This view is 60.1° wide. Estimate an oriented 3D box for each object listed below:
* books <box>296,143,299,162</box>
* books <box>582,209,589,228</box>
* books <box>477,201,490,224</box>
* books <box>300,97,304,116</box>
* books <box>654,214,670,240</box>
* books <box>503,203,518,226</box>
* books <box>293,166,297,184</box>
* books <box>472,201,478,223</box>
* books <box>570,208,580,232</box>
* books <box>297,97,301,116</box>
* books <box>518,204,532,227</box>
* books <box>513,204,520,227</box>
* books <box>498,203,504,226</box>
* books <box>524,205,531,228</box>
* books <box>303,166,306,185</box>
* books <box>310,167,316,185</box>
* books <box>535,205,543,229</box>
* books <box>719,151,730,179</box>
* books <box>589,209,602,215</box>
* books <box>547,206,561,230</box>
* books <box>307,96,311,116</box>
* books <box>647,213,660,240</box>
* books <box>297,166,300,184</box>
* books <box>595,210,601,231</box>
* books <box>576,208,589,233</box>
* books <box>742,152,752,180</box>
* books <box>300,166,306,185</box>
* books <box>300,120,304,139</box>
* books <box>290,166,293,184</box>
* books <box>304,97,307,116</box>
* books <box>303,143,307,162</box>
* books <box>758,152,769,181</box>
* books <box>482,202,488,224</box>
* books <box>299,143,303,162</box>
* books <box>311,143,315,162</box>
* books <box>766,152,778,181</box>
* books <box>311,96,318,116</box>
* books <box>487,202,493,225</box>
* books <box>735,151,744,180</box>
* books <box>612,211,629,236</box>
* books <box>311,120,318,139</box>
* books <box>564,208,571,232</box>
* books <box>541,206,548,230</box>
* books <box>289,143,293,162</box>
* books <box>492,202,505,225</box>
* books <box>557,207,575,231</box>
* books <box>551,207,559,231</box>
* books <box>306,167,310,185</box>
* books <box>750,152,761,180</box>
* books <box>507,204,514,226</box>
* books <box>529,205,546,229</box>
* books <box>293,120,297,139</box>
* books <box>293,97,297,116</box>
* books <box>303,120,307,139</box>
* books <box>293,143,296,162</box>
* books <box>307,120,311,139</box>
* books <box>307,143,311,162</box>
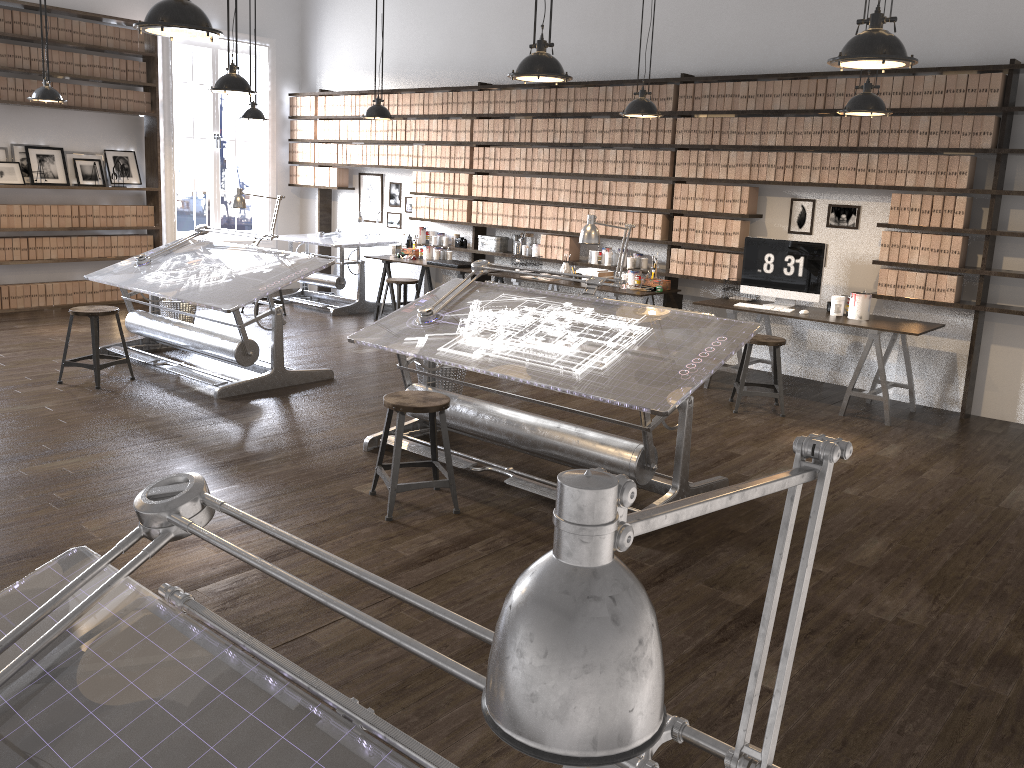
[{"bbox_3d":[-2.582,-2.861,10.960,0.067,0.223,0.175,11,14,39],"label":"books"},{"bbox_3d":[0.733,-1.522,8.279,0.067,0.224,0.175,11,14,39],"label":"books"},{"bbox_3d":[-0.273,-1.765,9.117,0.067,0.223,0.175,11,14,39],"label":"books"},{"bbox_3d":[-2.490,-3.382,10.808,0.067,0.223,0.175,11,14,39],"label":"books"},{"bbox_3d":[1.331,-1.379,7.785,0.067,0.223,0.175,11,14,39],"label":"books"},{"bbox_3d":[-0.010,-1.702,8.900,0.067,0.223,0.175,11,14,39],"label":"books"},{"bbox_3d":[-2.642,-2.601,11.042,0.067,0.224,0.175,11,14,39],"label":"books"},{"bbox_3d":[-0.331,-1.778,9.160,0.067,0.223,0.175,11,14,39],"label":"books"},{"bbox_3d":[0.630,-1.549,8.372,0.067,0.223,0.175,11,14,39],"label":"books"},{"bbox_3d":[-2.546,-3.394,10.850,0.067,0.223,0.175,11,14,39],"label":"books"},{"bbox_3d":[0.147,-1.665,8.771,0.067,0.223,0.175,11,14,39],"label":"books"},{"bbox_3d":[0.093,-1.678,8.816,0.067,0.223,0.175,11,14,39],"label":"books"},{"bbox_3d":[-0.059,-1.713,8.939,0.067,0.223,0.175,11,14,39],"label":"books"},{"bbox_3d":[0.198,-1.651,8.724,0.067,0.223,0.175,11,14,39],"label":"books"},{"bbox_3d":[-2.489,-2.563,10.913,0.067,0.224,0.175,11,14,39],"label":"books"},{"bbox_3d":[-2.376,-2.537,10.824,0.067,0.223,0.175,11,14,39],"label":"books"},{"bbox_3d":[0.309,-1.624,8.631,0.067,0.224,0.175,11,14,39],"label":"books"},{"bbox_3d":[1.793,-1.806,7.322,0.067,0.224,0.175,11,14,39],"label":"books"},{"bbox_3d":[0.789,-1.509,8.235,0.067,0.223,0.175,11,14,39],"label":"books"},{"bbox_3d":[0.417,-1.599,8.545,0.067,0.223,0.175,11,14,39],"label":"books"},{"bbox_3d":[-2.388,-3.355,10.716,0.067,0.224,0.175,11,14,39],"label":"books"},{"bbox_3d":[1.271,-1.393,7.832,0.067,0.224,0.175,11,14,39],"label":"books"},{"bbox_3d":[-2.582,-2.588,11.000,0.067,0.223,0.175,11,14,39],"label":"books"},{"bbox_3d":[0.838,-1.498,8.196,0.067,0.223,0.175,11,14,39],"label":"books"},{"bbox_3d":[0.682,-1.536,8.326,0.067,0.223,0.175,11,14,39],"label":"books"},{"bbox_3d":[1.946,-1.769,7.194,0.067,0.224,0.175,11,14,39],"label":"books"},{"bbox_3d":[-2.534,-2.576,10.956,0.067,0.223,0.175,11,14,39],"label":"books"},{"bbox_3d":[-2.504,-3.111,10.856,0.067,0.223,0.175,11,14,39],"label":"books"},{"bbox_3d":[-2.695,-2.615,11.094,0.067,0.223,0.175,11,14,39],"label":"books"},{"bbox_3d":[-2.439,-3.369,10.763,0.067,0.223,0.175,11,14,39],"label":"books"},{"bbox_3d":[-2.473,-2.835,10.871,0.067,0.223,0.175,11,14,39],"label":"books"},{"bbox_3d":[2.055,-1.744,7.111,0.067,0.223,0.175,11,14,39],"label":"books"},{"bbox_3d":[-0.218,-1.753,9.076,0.067,0.223,0.175,11,14,39],"label":"books"},{"bbox_3d":[-2.531,-2.847,10.912,0.067,0.223,0.175,11,14,39],"label":"books"},{"bbox_3d":[-2.360,-2.808,10.777,0.067,0.223,0.175,11,14,39],"label":"books"},{"bbox_3d":[2.106,-1.731,7.063,0.067,0.223,0.175,11,14,39],"label":"books"},{"bbox_3d":[-2.331,-3.342,10.671,0.067,0.223,0.175,11,14,39],"label":"books"},{"bbox_3d":[-0.166,-1.740,9.030,0.067,0.223,0.175,11,14,39],"label":"books"},{"bbox_3d":[1.898,-1.782,7.240,0.067,0.223,0.175,11,14,39],"label":"books"},{"bbox_3d":[0.995,-1.461,8.067,0.067,0.223,0.175,11,14,39],"label":"books"},{"bbox_3d":[-2.347,-3.074,10.727,0.067,0.223,0.175,11,14,39],"label":"books"},{"bbox_3d":[0.575,-1.561,8.413,0.067,0.223,0.175,11,14,39],"label":"books"},{"bbox_3d":[0.369,-1.612,8.588,0.067,0.223,0.175,11,14,39],"label":"books"},{"bbox_3d":[-2.691,-2.885,11.043,0.067,0.224,0.175,11,14,39],"label":"books"},{"bbox_3d":[-0.115,-1.726,8.983,0.067,0.224,0.175,11,14,39],"label":"books"},{"bbox_3d":[0.517,-1.574,8.456,0.067,0.223,0.175,11,14,39],"label":"books"},{"bbox_3d":[0.462,-1.587,8.502,0.067,0.224,0.175,11,14,39],"label":"books"},{"bbox_3d":[-2.433,-2.550,10.868,0.067,0.223,0.175,11,14,39],"label":"books"},{"bbox_3d":[2.001,-1.757,7.156,0.067,0.223,0.175,11,14,39],"label":"books"},{"bbox_3d":[0.038,-1.689,8.854,0.067,0.224,0.175,11,14,39],"label":"books"},{"bbox_3d":[0.255,-1.639,8.682,0.067,0.223,0.175,11,14,39],"label":"books"},{"bbox_3d":[-2.610,-3.136,10.939,0.067,0.224,0.175,11,14,39],"label":"books"},{"bbox_3d":[-2.603,-3.407,10.893,0.067,0.223,0.175,11,14,39],"label":"books"},{"bbox_3d":[-2.457,-3.098,10.810,0.067,0.224,0.175,11,14,39],"label":"books"},{"bbox_3d":[-2.636,-2.874,11.005,0.067,0.223,0.175,11,14,39],"label":"books"},{"bbox_3d":[-2.401,-3.087,10.772,0.067,0.223,0.175,11,14,39],"label":"books"},{"bbox_3d":[-2.420,-2.820,10.819,0.067,0.224,0.175,11,14,39],"label":"books"}]
